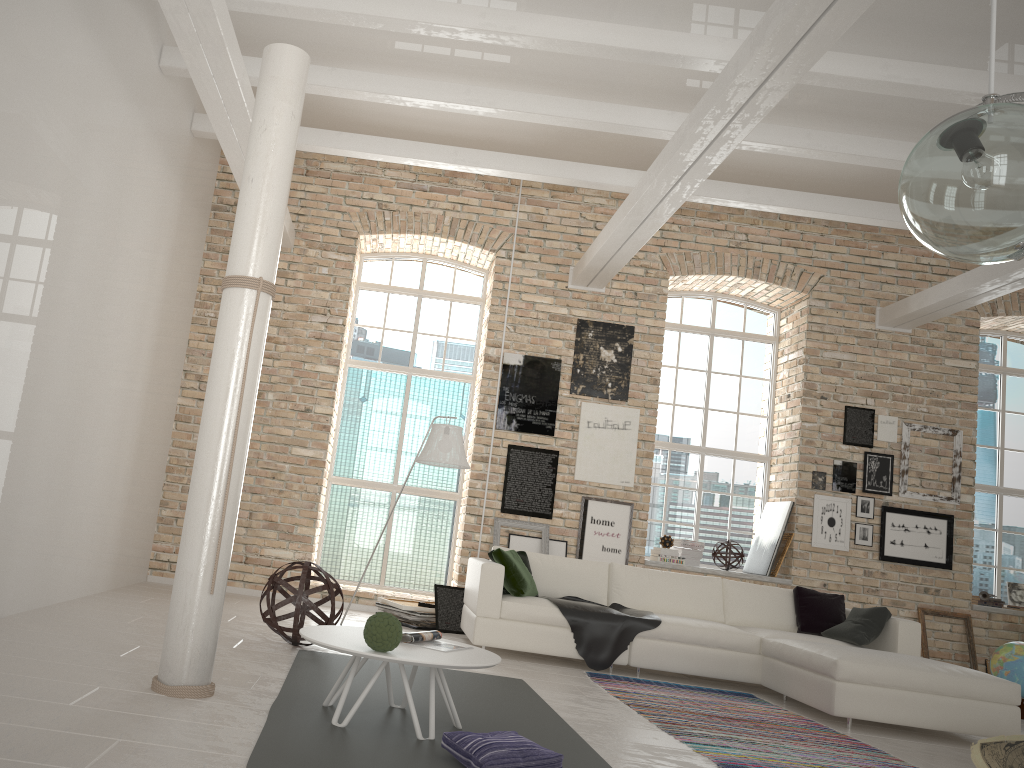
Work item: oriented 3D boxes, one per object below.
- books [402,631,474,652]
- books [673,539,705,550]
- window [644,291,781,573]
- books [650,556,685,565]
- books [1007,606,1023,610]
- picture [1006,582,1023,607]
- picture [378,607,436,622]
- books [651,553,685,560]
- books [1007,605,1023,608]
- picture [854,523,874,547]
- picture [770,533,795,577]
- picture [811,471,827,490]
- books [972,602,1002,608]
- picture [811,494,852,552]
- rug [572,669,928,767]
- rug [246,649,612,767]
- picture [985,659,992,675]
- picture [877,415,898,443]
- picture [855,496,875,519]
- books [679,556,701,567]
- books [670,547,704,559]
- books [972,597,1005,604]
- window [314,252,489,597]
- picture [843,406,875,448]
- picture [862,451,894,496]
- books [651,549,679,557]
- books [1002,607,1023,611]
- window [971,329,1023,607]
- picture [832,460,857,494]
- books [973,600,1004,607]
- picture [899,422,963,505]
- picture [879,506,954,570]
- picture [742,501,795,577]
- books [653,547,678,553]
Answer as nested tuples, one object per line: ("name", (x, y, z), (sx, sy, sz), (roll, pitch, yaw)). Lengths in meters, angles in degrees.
("books", (-0.405, 1.176, 4.133), (0.395, 0.048, 0.289), (3, -11, 27))
("books", (1.787, 1.642, 9.147), (0.291, 0.084, 0.239), (12, -10, -22))
("window", (2.882, -0.402, 4.035), (1.420, 2.982, 11.519), (8, -10, -7))
("books", (1.537, 1.746, 8.830), (0.274, 0.048, 0.221), (9, -10, -6))
("books", (4.941, 2.191, 8.716), (0.101, 0.014, 0.140), (12, -11, -22))
("picture", (5.371, 2.237, 9.298), (0.393, 0.292, 0.067), (7, -9, 1))
("picture", (-0.742, 2.107, 8.129), (0.738, 0.048, 0.624), (14, -12, -32))
("books", (1.544, 1.711, 8.835), (0.269, 0.024, 0.221), (9, -10, -6))
("books", (4.936, 2.179, 8.725), (0.126, 0.013, 0.107), (13, -11, -27))
("picture", (3.450, 1.479, 8.744), (0.176, 0.212, 0.011), (7, -9, 1))
("picture", (2.633, 1.698, 8.853), (0.172, 0.459, 0.365), (8, -9, -6))
("picture", (3.038, 0.956, 8.823), (0.136, 0.178, 0.008), (6, -9, 6))
("books", (4.715, 2.209, 8.899), (0.256, 0.025, 0.203), (8, -10, -1))
("picture", (3.139, 1.362, 8.755), (0.366, 0.513, 0.013), (7, -9, 1))
("rug", (1.337, 1.963, 5.124), (1.398, 0.008, 2.708), (9, -10, -7))
("rug", (-0.417, 1.580, 4.322), (1.428, 0.041, 2.742), (9, -10, -7))
("picture", (4.672, 2.830, 8.512), (0.268, 0.350, 0.096), (7, -9, 0))
("picture", (3.752, 0.447, 8.910), (0.194, 0.258, 0.012), (7, -9, 1))
("picture", (3.480, 1.217, 8.786), (0.176, 0.212, 0.011), (7, -9, 1))
("books", (1.776, 1.808, 9.126), (0.240, 0.088, 0.315), (8, -10, 1))
("books", (1.786, 1.727, 9.140), (0.234, 0.088, 0.323), (9, -10, -9))
("books", (4.730, 2.161, 8.913), (0.255, 0.026, 0.206), (9, -10, -7))
("window", (-0.354, -0.504, 4.028), (1.420, 3.648, 11.519), (8, -10, -7))
("picture", (3.467, 0.428, 8.907), (0.296, 0.393, 0.018), (7, -9, 1))
("picture", (3.629, 0.889, 8.830), (0.292, 0.408, 0.010), (7, -9, 1))
("books", (1.513, 1.679, 8.853), (0.197, 0.040, 0.201), (11, -10, -17))
("books", (4.949, 2.208, 8.707), (0.228, 0.022, 0.177), (8, -10, -2))
("window", (6.050, 0.022, 3.990), (1.420, 2.982, 11.519), (8, -10, -7))
("picture", (3.294, 0.918, 8.830), (0.230, 0.306, 0.014), (7, -9, 1))
("books", (4.717, 2.184, 8.908), (0.254, 0.029, 0.204), (8, -10, -3))
("picture", (4.156, 0.789, 8.850), (0.605, 0.747, 0.025), (7, -9, 1))
("picture", (3.961, 1.506, 8.736), (0.715, 0.534, 0.031), (7, -9, 1))
("picture", (2.597, 1.563, 9.033), (0.244, 0.762, 0.592), (8, -9, -6))
("books", (1.524, 1.645, 8.858), (0.179, 0.030, 0.181), (10, -10, -14))
